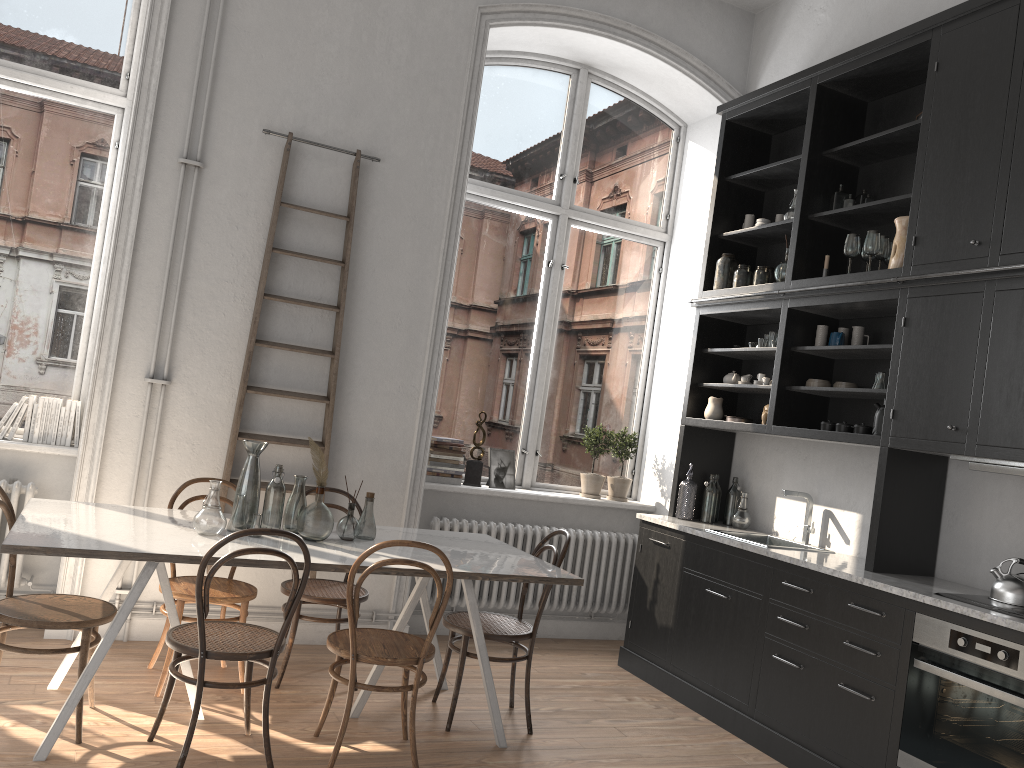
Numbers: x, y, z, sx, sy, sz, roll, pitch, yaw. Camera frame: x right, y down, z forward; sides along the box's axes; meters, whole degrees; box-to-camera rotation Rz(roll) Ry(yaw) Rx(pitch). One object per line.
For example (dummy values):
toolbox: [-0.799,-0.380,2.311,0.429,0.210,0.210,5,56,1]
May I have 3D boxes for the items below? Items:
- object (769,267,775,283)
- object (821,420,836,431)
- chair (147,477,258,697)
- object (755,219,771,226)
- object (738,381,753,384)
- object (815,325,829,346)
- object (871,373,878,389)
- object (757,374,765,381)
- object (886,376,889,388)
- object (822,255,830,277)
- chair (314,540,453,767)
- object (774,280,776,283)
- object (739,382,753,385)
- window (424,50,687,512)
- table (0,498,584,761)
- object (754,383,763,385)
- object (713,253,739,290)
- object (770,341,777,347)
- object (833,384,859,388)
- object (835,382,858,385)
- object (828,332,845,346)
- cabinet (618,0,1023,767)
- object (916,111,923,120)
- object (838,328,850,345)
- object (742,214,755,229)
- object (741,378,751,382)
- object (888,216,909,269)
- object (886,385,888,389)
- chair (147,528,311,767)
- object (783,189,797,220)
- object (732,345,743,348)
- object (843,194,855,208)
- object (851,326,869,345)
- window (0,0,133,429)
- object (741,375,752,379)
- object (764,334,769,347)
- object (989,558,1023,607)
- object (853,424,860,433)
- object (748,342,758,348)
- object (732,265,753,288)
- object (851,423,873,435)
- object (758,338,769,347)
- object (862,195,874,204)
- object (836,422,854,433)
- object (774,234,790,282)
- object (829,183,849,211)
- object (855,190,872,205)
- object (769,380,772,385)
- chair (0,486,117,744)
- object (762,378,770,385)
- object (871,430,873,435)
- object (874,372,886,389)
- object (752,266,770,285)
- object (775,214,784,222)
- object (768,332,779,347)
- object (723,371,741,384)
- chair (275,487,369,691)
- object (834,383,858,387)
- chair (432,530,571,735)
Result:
object: [1.568,-0.625,5.461,0.092,0.184,0.092,7,-2,31]
object: [1.643,0.218,4.589,0.088,0.059,0.104,9,-3,-36]
chair: [-1.434,0.932,4.184,0.438,0.920,0.549,9,-2,-26]
object: [1.552,-0.967,5.496,0.096,0.095,0.096,8,-2,10]
object: [1.414,-0.003,5.376,0.085,0.017,0.085,9,-2,-29]
object: [1.699,-0.250,4.862,0.059,0.135,0.082,7,-2,34]
object: [1.840,-0.006,4.460,0.058,0.094,0.058,7,-2,15]
object: [1.472,-0.032,5.237,0.039,0.055,0.049,8,-2,-4]
object: [1.926,0.008,4.514,0.058,0.094,0.058,6,-3,43]
object: [1.706,-0.624,4.818,0.123,0.161,0.123,9,-2,-15]
chair: [-0.512,1.036,3.532,0.438,0.920,0.549,8,-2,-13]
object: [1.622,-0.629,5.290,0.092,0.184,0.092,8,-2,-10]
object: [1.414,0.004,5.373,0.085,0.015,0.085,8,-2,-11]
window: [5.330,-4.197,11.593,14.392,15.931,26.392,9,-2,-24]
table: [-0.960,1.055,3.845,2.201,0.779,1.100,9,-2,-24]
object: [1.468,0.006,5.230,0.085,0.015,0.085,10,-3,-38]
object: [1.336,-0.687,5.524,0.118,0.238,0.118,9,-2,-39]
object: [1.522,-0.221,5.106,0.071,0.047,0.072,7,-2,14]
object: [1.792,0.028,4.765,0.132,0.038,0.132,7,-2,23]
object: [1.795,0.013,4.765,0.112,0.036,0.112,7,-2,18]
object: [1.739,-0.227,4.753,0.082,0.093,0.140,7,-2,31]
cabinet: [1.830,0.045,4.186,0.635,3.582,3.250,9,-2,-24]
object: [2.083,-1.316,4.464,0.056,0.121,0.167,8,-2,1]
object: [1.796,-0.237,4.847,0.082,0.135,0.059,8,-2,4]
object: [1.489,-0.992,5.585,0.059,0.135,0.082,8,-2,4]
object: [1.415,-0.017,5.375,0.055,0.033,0.058,6,-3,40]
object: [1.887,-0.672,4.297,0.094,0.267,0.116,7,-2,18]
object: [1.870,-0.040,4.304,0.083,0.158,0.083,10,-2,-40]
chair: [-1.054,0.952,3.325,0.438,0.920,0.549,9,-2,-29]
object: [1.661,-1.026,5.189,0.132,0.219,0.132,6,-2,40]
object: [1.421,-0.215,5.603,0.071,0.047,0.072,7,-2,14]
object: [1.826,-0.969,4.800,0.053,0.125,0.041,7,-2,33]
object: [1.848,-0.235,4.717,0.059,0.135,0.082,10,-2,-41]
window: [-3.016,-1.244,4.653,1.623,2.842,0.013,9,-2,-24]
object: [1.418,-0.037,5.375,0.055,0.047,0.058,8,-2,-9]
object: [1.534,-0.241,5.318,0.060,0.107,0.060,7,-2,33]
object: [2.066,0.805,3.640,0.171,0.186,0.171,8,-2,-13]
object: [1.789,0.238,4.581,0.088,0.059,0.104,8,-2,4]
object: [1.450,-0.223,5.315,0.071,0.047,0.072,7,-2,14]
object: [1.407,-0.641,5.401,0.114,0.155,0.114,9,-2,-21]
object: [1.742,0.225,4.401,0.104,0.059,0.088,9,-2,-16]
object: [1.480,-0.232,5.237,0.064,0.069,0.064,7,-2,23]
object: [1.910,-0.957,4.769,0.044,0.121,0.058,8,-2,3]
object: [1.682,0.220,4.484,0.104,0.059,0.088,6,-3,44]
object: [1.566,-0.735,5.013,0.134,0.357,0.134,7,-2,21]
object: [1.805,-1.007,4.887,0.084,0.199,0.065,8,-2,-2]
object: [1.928,-0.978,4.877,0.065,0.177,0.084,8,-2,-2]
object: [1.529,-0.001,5.151,0.049,0.041,0.056,6,-3,39]
chair: [-1.820,0.849,3.426,0.549,0.920,0.438,9,-2,-16]
object: [1.476,-0.009,5.168,0.049,0.054,0.039,8,-2,1]
object: [1.835,0.241,4.486,0.104,0.059,0.088,7,-2,29]
object: [1.825,-0.011,4.389,0.058,0.094,0.058,7,-2,15]
object: [1.497,-0.627,5.331,0.097,0.150,0.096,9,-2,-36]
object: [1.650,-0.974,5.458,0.059,0.135,0.082,8,-2,-1]
object: [1.524,-0.248,5.177,0.060,0.107,0.060,8,-2,3]
object: [1.379,-0.031,5.530,0.140,0.100,0.125,10,-3,-43]
chair: [-0.949,1.012,4.491,0.438,0.920,0.549,9,-2,-17]
object: [1.794,0.020,4.765,0.124,0.036,0.123,10,-3,-37]
chair: [-0.055,1.126,4.205,0.549,0.920,0.438,8,-2,-12]
